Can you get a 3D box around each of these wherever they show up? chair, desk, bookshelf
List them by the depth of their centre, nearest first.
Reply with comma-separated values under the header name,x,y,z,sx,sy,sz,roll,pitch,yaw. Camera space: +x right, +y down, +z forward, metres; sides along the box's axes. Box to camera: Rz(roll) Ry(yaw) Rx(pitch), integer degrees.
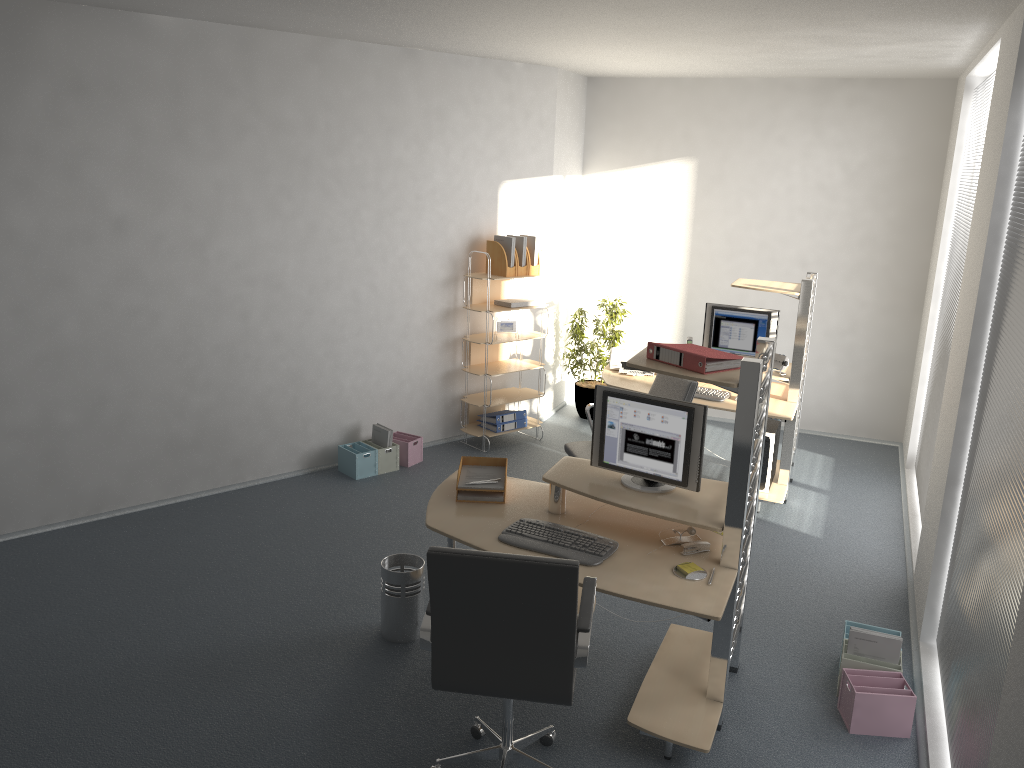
name,x,y,z,sx,sy,sz,roll,pitch,yaw
chair,-0.006,0.976,3.225,0.584,1.048,0.652,4,14,8
desk,0.235,0.575,3.792,1.469,1.566,0.967,8,15,21
chair,0.699,0.440,5.441,0.652,1.048,0.584,-1,15,-12
desk,1.284,-0.026,6.311,1.469,1.566,0.967,8,15,21
bookshelf,-0.056,-0.284,7.128,0.724,1.572,0.381,-10,19,-40

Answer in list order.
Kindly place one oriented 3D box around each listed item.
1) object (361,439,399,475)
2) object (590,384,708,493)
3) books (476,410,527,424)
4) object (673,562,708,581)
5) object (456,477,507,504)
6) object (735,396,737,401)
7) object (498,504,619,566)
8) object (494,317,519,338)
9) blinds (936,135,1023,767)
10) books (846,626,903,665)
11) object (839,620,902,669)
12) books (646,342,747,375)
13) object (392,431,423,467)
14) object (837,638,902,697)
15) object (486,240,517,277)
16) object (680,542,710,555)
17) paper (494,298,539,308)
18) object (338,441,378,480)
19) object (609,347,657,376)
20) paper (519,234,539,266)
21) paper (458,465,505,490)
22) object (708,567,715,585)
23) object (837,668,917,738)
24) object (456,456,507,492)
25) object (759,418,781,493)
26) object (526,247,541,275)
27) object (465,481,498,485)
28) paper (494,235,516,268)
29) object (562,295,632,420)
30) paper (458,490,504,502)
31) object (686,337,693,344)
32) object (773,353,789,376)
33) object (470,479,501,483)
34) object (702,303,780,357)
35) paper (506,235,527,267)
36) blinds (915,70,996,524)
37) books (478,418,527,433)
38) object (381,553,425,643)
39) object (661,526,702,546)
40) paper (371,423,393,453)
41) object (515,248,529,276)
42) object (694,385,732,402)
name,x,y,z,sx,sy,sz,roll,pitch,yaw
object,-0.980,0.534,6.567,0.185,0.202,0.245,-10,19,-40
object,0.622,0.240,3.875,0.516,0.418,0.245,15,19,42
books,-0.085,0.255,7.254,0.320,0.100,0.263,-10,18,-39
object,0.692,0.719,3.436,0.132,0.026,0.132,8,15,21
object,-0.141,0.477,4.197,0.225,0.060,0.309,2,14,1
object,1.730,0.056,6.290,0.168,0.088,0.742,8,16,23
object,0.326,0.615,3.894,0.478,0.082,0.814,10,16,28
object,-0.042,-0.454,7.062,0.192,0.161,0.077,-4,15,-22
blinds,1.743,0.105,3.056,0.022,2.770,1.950,8,15,21
books,1.590,1.232,3.926,0.220,0.306,0.068,8,15,21
object,1.663,1.257,4.124,0.245,0.202,0.185,8,15,21
books,0.761,-0.121,3.645,0.262,0.072,0.320,-8,18,-35
object,-0.829,0.498,6.733,0.245,0.202,0.185,10,16,29
object,1.593,1.297,3.957,0.245,0.202,0.185,8,15,21
object,-0.079,-0.980,6.907,0.113,0.259,0.243,-11,19,-42
object,0.749,0.667,3.617,0.134,0.042,0.022,-5,16,-25
paper,0.038,-0.650,7.089,0.297,0.046,0.213,-10,19,-40
object,-1.119,0.559,6.447,0.185,0.202,0.245,-10,19,-40
object,0.951,-0.166,6.684,0.438,0.162,0.351,6,15,13
paper,0.127,-1.034,7.072,0.045,0.297,0.213,-9,18,-37
paper,-0.139,0.439,4.187,0.210,0.010,0.297,2,14,1
object,0.769,0.737,3.411,0.011,0.011,0.158,7,15,18
object,1.533,1.349,3.744,0.245,0.202,0.185,3,14,4
object,-0.139,0.422,4.183,0.225,0.060,0.309,2,14,1
object,1.727,0.476,6.161,0.199,0.422,0.471,8,15,21
object,0.111,-1.012,7.063,0.113,0.259,0.243,-9,18,-37
object,-0.142,0.456,4.085,0.159,0.009,0.008,-2,15,-14
paper,-0.065,-1.002,6.917,0.045,0.297,0.213,-11,19,-42
object,0.769,-0.240,7.959,0.644,1.147,0.544,-9,18,-38
paper,-0.141,0.489,4.199,0.210,0.019,0.297,2,14,1
object,1.303,-0.268,6.518,0.150,0.151,0.119,4,14,7
object,1.835,-0.137,6.111,0.093,0.135,0.154,-6,17,-31
object,-0.125,0.450,4.110,0.159,0.009,0.008,-4,15,-23
object,1.660,-0.356,6.375,0.516,0.418,0.245,12,18,35
paper,0.028,-1.019,6.997,0.045,0.297,0.213,-10,19,-39
blinds,2.793,-0.498,5.582,0.037,2.749,1.950,8,15,21
books,-0.080,0.310,7.260,0.320,0.072,0.262,-10,18,-39
object,-0.530,1.038,4.296,0.208,0.377,0.208,-4,16,-24
object,0.709,0.631,3.709,0.159,0.064,0.054,-1,15,-11
paper,-0.966,0.464,6.559,0.068,0.306,0.220,-10,19,-40
object,0.013,-0.997,6.988,0.113,0.259,0.243,-10,19,-39
object,1.403,0.023,6.386,0.478,0.082,0.814,10,16,28
